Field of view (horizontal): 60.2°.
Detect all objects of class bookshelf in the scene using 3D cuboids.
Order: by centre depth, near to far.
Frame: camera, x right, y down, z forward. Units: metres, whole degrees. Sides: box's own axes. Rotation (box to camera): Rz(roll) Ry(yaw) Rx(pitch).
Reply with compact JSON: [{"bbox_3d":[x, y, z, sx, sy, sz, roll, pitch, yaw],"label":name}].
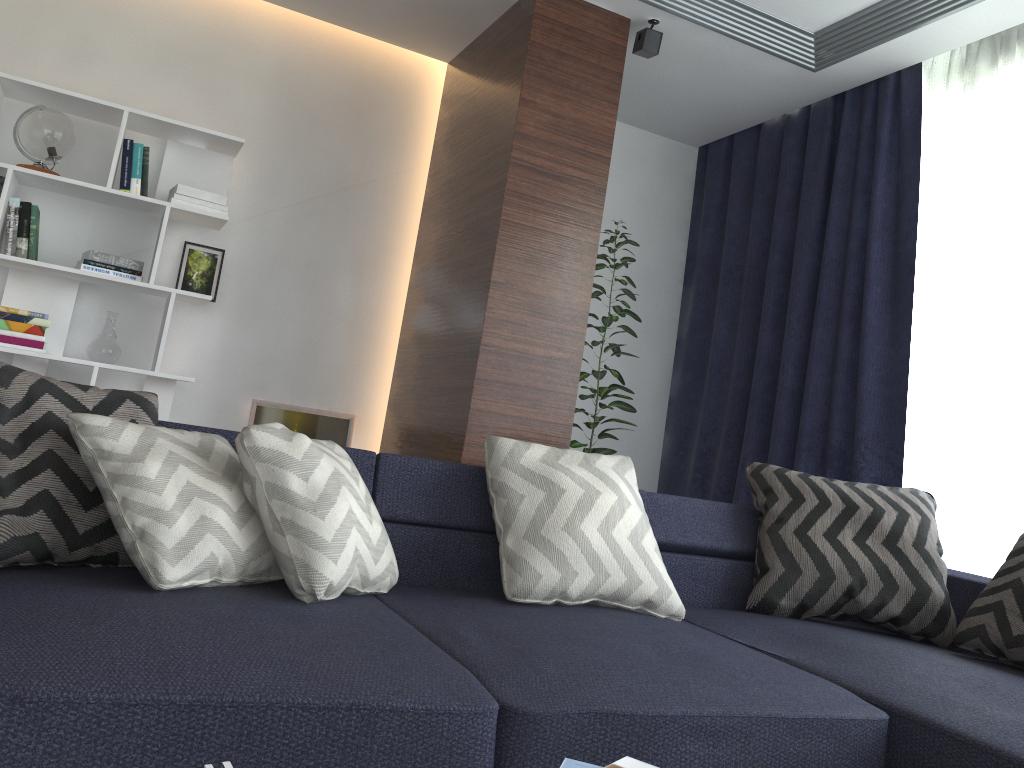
[{"bbox_3d":[-1.900,-0.285,3.689,1.142,1.842,0.298,12,-9,-24],"label":"bookshelf"}]

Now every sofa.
[{"bbox_3d":[0.332,0.547,1.609,2.853,0.615,1.893,11,-5,-24],"label":"sofa"}]

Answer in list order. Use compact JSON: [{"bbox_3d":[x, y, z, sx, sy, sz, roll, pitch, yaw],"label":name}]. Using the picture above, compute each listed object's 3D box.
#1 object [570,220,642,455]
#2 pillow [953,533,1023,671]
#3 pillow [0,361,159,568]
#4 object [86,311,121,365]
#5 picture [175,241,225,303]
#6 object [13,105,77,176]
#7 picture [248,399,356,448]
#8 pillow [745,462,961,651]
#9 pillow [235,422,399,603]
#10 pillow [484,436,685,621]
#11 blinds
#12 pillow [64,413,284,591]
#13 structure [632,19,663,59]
[{"bbox_3d":[0.399,0.099,4.232,0.504,1.868,0.476,3,-10,34],"label":"object"},{"bbox_3d":[1.373,0.556,2.217,0.284,0.349,0.413,11,-6,-20],"label":"pillow"},{"bbox_3d":[-0.895,0.166,1.803,0.222,0.390,0.409,3,-8,36],"label":"pillow"},{"bbox_3d":[-1.710,-0.195,3.729,0.131,0.222,0.131,11,-8,-19],"label":"object"},{"bbox_3d":[-1.436,-0.517,4.066,0.180,0.259,0.058,12,-9,-24],"label":"picture"},{"bbox_3d":[-1.956,-0.972,3.673,0.234,0.388,0.218,9,-7,-5],"label":"object"},{"bbox_3d":[-1.033,0.457,4.167,0.497,0.707,0.083,12,-9,-24],"label":"picture"},{"bbox_3d":[0.998,0.536,2.647,0.598,0.525,0.351,8,-7,6],"label":"pillow"},{"bbox_3d":[-0.416,0.279,1.939,0.281,0.355,0.412,7,-6,18],"label":"pillow"},{"bbox_3d":[0.171,0.363,2.275,0.491,0.393,0.341,11,-7,-24],"label":"pillow"},{"bbox_3d":[0.042,-0.649,0.952,5.764,2.805,7.106,11,-5,-21],"label":"blinds"},{"bbox_3d":[-0.658,0.240,1.798,0.331,0.298,0.410,6,-6,28],"label":"pillow"},{"bbox_3d":[0.590,-1.492,3.831,0.084,0.144,0.114,11,-7,-19],"label":"structure"}]
